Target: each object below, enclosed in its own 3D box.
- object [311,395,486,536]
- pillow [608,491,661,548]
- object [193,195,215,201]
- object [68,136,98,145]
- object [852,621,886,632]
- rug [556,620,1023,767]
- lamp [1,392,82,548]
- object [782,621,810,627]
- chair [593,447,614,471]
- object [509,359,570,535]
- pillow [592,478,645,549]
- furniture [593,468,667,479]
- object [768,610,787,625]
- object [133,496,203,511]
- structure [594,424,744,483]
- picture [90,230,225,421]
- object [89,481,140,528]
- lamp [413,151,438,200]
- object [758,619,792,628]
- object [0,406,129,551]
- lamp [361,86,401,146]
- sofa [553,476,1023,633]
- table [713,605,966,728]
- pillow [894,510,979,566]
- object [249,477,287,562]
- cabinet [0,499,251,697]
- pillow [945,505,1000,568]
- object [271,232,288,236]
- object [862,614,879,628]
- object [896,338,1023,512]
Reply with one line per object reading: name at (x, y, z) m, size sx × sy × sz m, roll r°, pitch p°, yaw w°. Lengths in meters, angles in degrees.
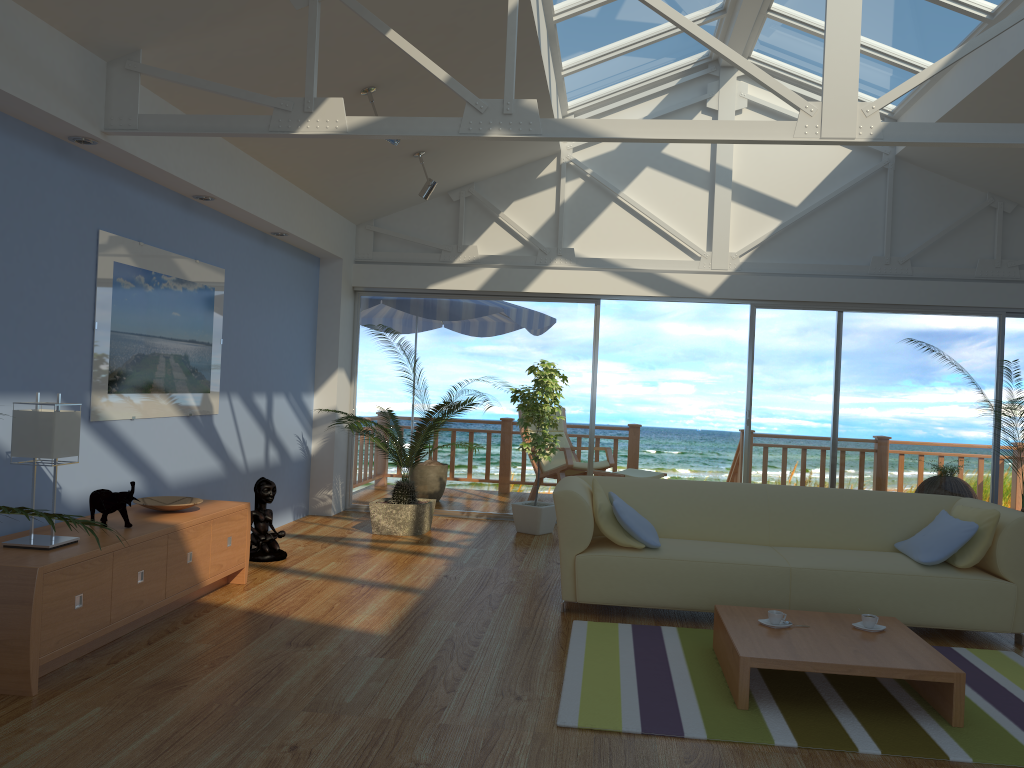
object at (-0.918, 0.607, 6.985) m, size 1.413 × 1.093 × 1.488 m, roll 3°, pitch 0°, yaw -11°
pillow at (0.672, 0.742, 4.873) m, size 0.272 × 0.244 × 0.566 m, roll 3°, pitch 0°, yaw 4°
object at (-1.807, -1.108, 5.201) m, size 0.122 × 0.050 × 0.122 m, roll 3°, pitch 0°, yaw -11°
object at (-1.939, -1.117, 4.009) m, size 0.122 × 0.050 × 0.122 m, roll 3°, pitch 0°, yaw -11°
object at (1.518, 1.035, 3.772) m, size 0.118 × 0.016 × 0.118 m, roll 3°, pitch 0°, yaw -39°
rug at (1.276, 1.236, 3.656) m, size 2.100 × 0.018 × 1.400 m, roll 3°, pitch 0°, yaw 6°
lamp at (-1.864, 0.334, 3.539) m, size 0.200 × 0.596 × 0.200 m, roll 3°, pitch 0°, yaw 6°
object at (1.203, 1.015, 3.753) m, size 0.119 × 0.021 × 0.025 m, roll 3°, pitch 0°, yaw -3°
chair at (0.530, 0.735, 9.059) m, size 0.632 × 0.982 × 0.859 m, roll 3°, pitch 0°, yaw -39°
object at (0.243, 0.501, 7.165) m, size 0.495 × 1.409 × 0.699 m, roll 3°, pitch 0°, yaw -21°
pillow at (0.578, 0.701, 4.876) m, size 0.275 × 0.312 × 0.571 m, roll 3°, pitch 0°, yaw 4°
furniture at (1.079, 1.034, 8.357) m, size 0.619 × 0.427 × 0.449 m, roll 3°, pitch 0°, yaw -39°
object at (1.122, 0.993, 3.768) m, size 0.062 × 0.049 × 0.078 m, roll 2°, pitch 0°, yaw 42°
object at (-1.764, 0.624, 4.553) m, size 0.337 × 0.053 × 0.337 m, roll 3°, pitch 0°, yaw 7°
structure at (1.911, 1.348, 9.742) m, size 6.950 × 2.064 × 4.086 m, roll 3°, pitch 0°, yaw 6°
picture at (-1.957, -0.280, 5.030) m, size 0.005 × 0.937 × 1.419 m, roll 3°, pitch 0°, yaw 6°
object at (-1.804, 0.536, 4.012) m, size 0.143 × 0.222 × 0.379 m, roll 3°, pitch 0°, yaw -41°
lamp at (-0.648, -1.551, 6.619) m, size 0.194 × 0.353 × 0.125 m, roll 3°, pitch 0°, yaw -11°
object at (1.116, 1.017, 3.762) m, size 0.118 × 0.016 × 0.118 m, roll 3°, pitch 0°, yaw -28°
object at (-1.557, 0.561, 1.585) m, size 1.413 × 1.093 × 1.488 m, roll 2°, pitch 0°, yaw 39°
lamp at (-0.771, -1.574, 5.229) m, size 0.254 × 0.327 × 0.118 m, roll 3°, pitch 0°, yaw -11°
sofa at (1.455, 0.894, 4.917) m, size 2.448 × 0.597 × 0.950 m, roll 3°, pitch 0°, yaw 6°
table at (1.281, 1.128, 3.641) m, size 0.800 × 0.198 × 0.800 m, roll 3°, pitch 0°, yaw 6°
pillow at (2.227, 0.811, 4.698) m, size 0.272 × 0.244 × 0.566 m, roll 3°, pitch 0°, yaw 9°
object at (-1.586, 0.862, 5.714) m, size 0.292 × 0.517 × 0.291 m, roll 2°, pitch 0°, yaw 42°
cabinet at (-1.831, 0.870, 4.088) m, size 0.500 × 0.468 × 1.911 m, roll 3°, pitch 0°, yaw 6°
pillow at (2.352, 0.779, 4.673) m, size 0.201 × 0.311 × 0.559 m, roll 3°, pitch 0°, yaw 6°
object at (-1.675, -1.098, 6.394) m, size 0.122 × 0.050 × 0.122 m, roll 3°, pitch 0°, yaw -11°
object at (1.528, 0.997, 3.776) m, size 0.086 × 0.077 × 0.062 m, roll 3°, pitch 0°, yaw -24°
object at (3.846, 0.515, 6.460) m, size 1.706 × 1.695 × 1.563 m, roll 3°, pitch 0°, yaw -2°
